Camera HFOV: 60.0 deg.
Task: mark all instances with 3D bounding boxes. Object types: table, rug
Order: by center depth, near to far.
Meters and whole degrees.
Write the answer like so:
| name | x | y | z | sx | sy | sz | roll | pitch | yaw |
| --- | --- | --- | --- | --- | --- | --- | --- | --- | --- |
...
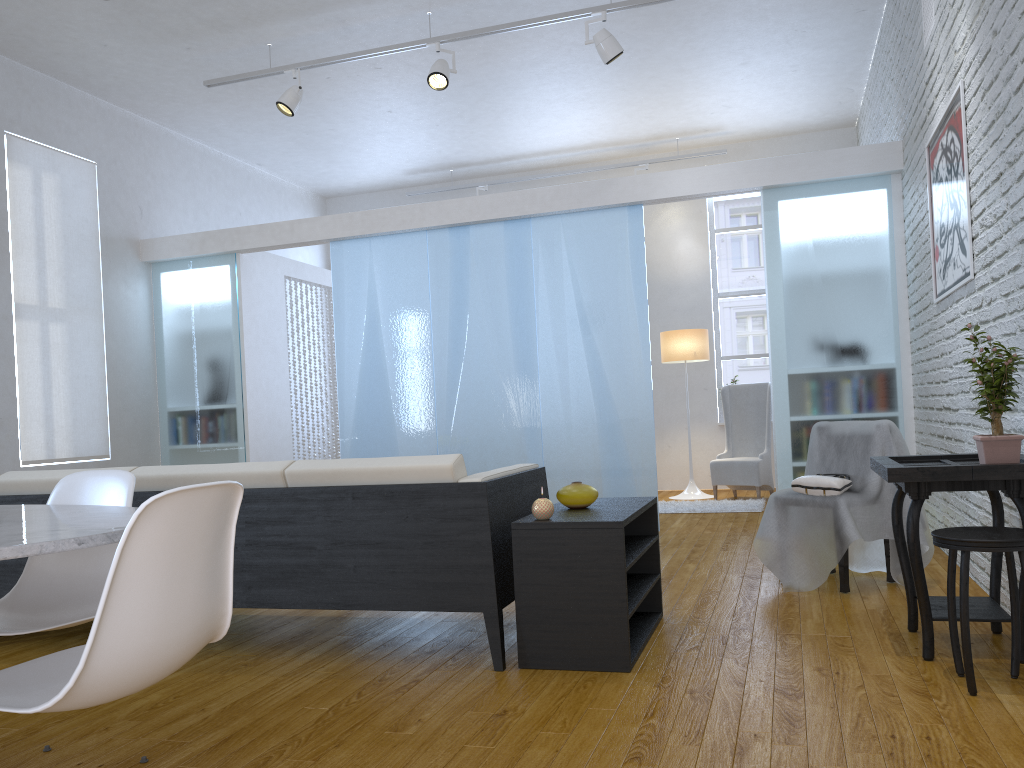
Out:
| name | x | y | z | sx | sy | sz | roll | pitch | yaw |
| --- | --- | --- | --- | --- | --- | --- | --- | --- | --- |
| table | -1.549 | 0.614 | 1.774 | 1.911 | 0.622 | 1.071 | -4 | -2 | 16 |
| table | 1.384 | 0.522 | 2.744 | 0.440 | 0.578 | 0.563 | -3 | -1 | 17 |
| rug | 1.421 | 0.940 | 6.900 | 1.096 | 0.047 | 0.756 | -4 | -2 | 17 |

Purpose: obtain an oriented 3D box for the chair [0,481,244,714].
| name | x | y | z | sx | sy | sz | roll | pitch | yaw |
| --- | --- | --- | --- | --- | --- | --- | --- | --- | --- |
| chair | -0.678 | 0.347 | 1.493 | 0.419 | 0.351 | 0.405 | -3 | -1 | 19 |

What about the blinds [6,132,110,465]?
| name | x | y | z | sx | sy | sz | roll | pitch | yaw |
| --- | --- | --- | --- | --- | --- | --- | --- | --- | --- |
| blinds | -3.035 | -0.532 | 5.959 | 0.007 | 2.111 | 0.761 | -3 | -1 | 17 |

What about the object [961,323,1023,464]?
| name | x | y | z | sx | sy | sz | roll | pitch | yaw |
| --- | --- | --- | --- | --- | --- | --- | --- | --- | --- |
| object | 1.416 | 0.029 | 2.600 | 0.176 | 0.436 | 0.237 | -3 | -1 | 42 |

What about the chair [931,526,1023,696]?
| name | x | y | z | sx | sy | sz | roll | pitch | yaw |
| --- | --- | --- | --- | --- | --- | --- | --- | --- | --- |
| chair | 1.269 | 0.599 | 2.355 | 0.262 | 0.408 | 0.262 | -3 | -1 | -2 |

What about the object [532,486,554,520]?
| name | x | y | z | sx | sy | sz | roll | pitch | yaw |
| --- | --- | --- | --- | --- | --- | --- | --- | --- | --- |
| object | 0.096 | 0.374 | 2.796 | 0.071 | 0.104 | 0.071 | -4 | -1 | 44 |

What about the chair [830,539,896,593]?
| name | x | y | z | sx | sy | sz | roll | pitch | yaw |
| --- | --- | --- | --- | --- | --- | --- | --- | --- | --- |
| chair | 1.379 | 0.516 | 3.799 | 0.340 | 0.663 | 0.348 | -3 | -1 | -32 |

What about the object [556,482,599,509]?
| name | x | y | z | sx | sy | sz | roll | pitch | yaw |
| --- | --- | --- | --- | --- | --- | --- | --- | --- | --- |
| object | 0.227 | 0.385 | 3.073 | 0.146 | 0.090 | 0.147 | -2 | -2 | -31 |

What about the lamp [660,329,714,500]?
| name | x | y | z | sx | sy | sz | roll | pitch | yaw |
| --- | --- | --- | --- | --- | --- | --- | --- | --- | --- |
| lamp | 1.539 | 0.264 | 7.739 | 0.413 | 1.450 | 0.412 | -3 | -1 | 36 |

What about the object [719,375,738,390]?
| name | x | y | z | sx | sy | sz | roll | pitch | yaw |
| --- | --- | --- | --- | --- | --- | --- | --- | --- | --- |
| object | 2.061 | 0.139 | 8.301 | 0.237 | 0.436 | 0.175 | -4 | -1 | 42 |

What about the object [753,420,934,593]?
| name | x | y | z | sx | sy | sz | roll | pitch | yaw |
| --- | --- | --- | --- | --- | --- | --- | --- | --- | --- |
| object | 1.383 | 0.506 | 3.790 | 0.635 | 0.687 | 0.646 | -2 | -1 | -34 |

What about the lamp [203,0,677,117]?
| name | x | y | z | sx | sy | sz | roll | pitch | yaw |
| --- | --- | --- | --- | --- | --- | --- | --- | --- | --- |
| lamp | -0.516 | -1.981 | 5.322 | 3.119 | 0.486 | 0.205 | -3 | -1 | 15 |

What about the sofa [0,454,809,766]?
| name | x | y | z | sx | sy | sz | roll | pitch | yaw |
| --- | --- | --- | --- | --- | --- | --- | --- | --- | --- |
| sofa | -0.751 | 0.641 | 4.092 | 5.339 | 0.679 | 9.724 | -4 | -2 | 17 |

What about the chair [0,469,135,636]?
| name | x | y | z | sx | sy | sz | roll | pitch | yaw |
| --- | --- | --- | --- | --- | --- | --- | --- | --- | --- |
| chair | -1.102 | 0.390 | 2.054 | 0.406 | 0.351 | 0.419 | -3 | -1 | 21 |

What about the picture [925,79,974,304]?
| name | x | y | z | sx | sy | sz | roll | pitch | yaw |
| --- | --- | --- | --- | --- | --- | --- | --- | --- | --- |
| picture | 1.884 | -0.778 | 3.841 | 0.010 | 0.769 | 0.920 | -3 | -1 | 17 |

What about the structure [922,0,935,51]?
| name | x | y | z | sx | sy | sz | roll | pitch | yaw |
| --- | --- | --- | --- | --- | --- | --- | --- | --- | --- |
| structure | 1.920 | -1.763 | 4.088 | 0.010 | 0.334 | 0.308 | -3 | -1 | 17 |

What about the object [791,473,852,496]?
| name | x | y | z | sx | sy | sz | roll | pitch | yaw |
| --- | --- | --- | --- | --- | --- | --- | --- | --- | --- |
| object | 1.333 | 0.420 | 3.722 | 0.224 | 0.085 | 0.233 | -2 | -2 | -37 |

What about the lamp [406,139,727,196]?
| name | x | y | z | sx | sy | sz | roll | pitch | yaw |
| --- | --- | --- | --- | --- | --- | --- | --- | --- | --- |
| lamp | 0.444 | -1.916 | 8.408 | 3.119 | 0.486 | 0.197 | -4 | -1 | 16 |

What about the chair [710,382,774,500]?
| name | x | y | z | sx | sy | sz | roll | pitch | yaw |
| --- | --- | --- | --- | --- | --- | --- | --- | --- | --- |
| chair | 1.920 | 0.476 | 7.374 | 0.472 | 0.961 | 0.378 | -4 | -1 | 42 |

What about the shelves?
| name | x | y | z | sx | sy | sz | roll | pitch | yaw |
| --- | --- | --- | --- | --- | --- | --- | --- | --- | --- |
| shelves | 0.283 | 0.652 | 3.041 | 0.349 | 0.451 | 0.730 | -3 | -2 | 17 |

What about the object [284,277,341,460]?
| name | x | y | z | sx | sy | sz | roll | pitch | yaw |
| --- | --- | --- | --- | --- | --- | --- | --- | --- | --- |
| object | -1.682 | 0.131 | 7.644 | 0.051 | 2.015 | 0.923 | -3 | -1 | 17 |
